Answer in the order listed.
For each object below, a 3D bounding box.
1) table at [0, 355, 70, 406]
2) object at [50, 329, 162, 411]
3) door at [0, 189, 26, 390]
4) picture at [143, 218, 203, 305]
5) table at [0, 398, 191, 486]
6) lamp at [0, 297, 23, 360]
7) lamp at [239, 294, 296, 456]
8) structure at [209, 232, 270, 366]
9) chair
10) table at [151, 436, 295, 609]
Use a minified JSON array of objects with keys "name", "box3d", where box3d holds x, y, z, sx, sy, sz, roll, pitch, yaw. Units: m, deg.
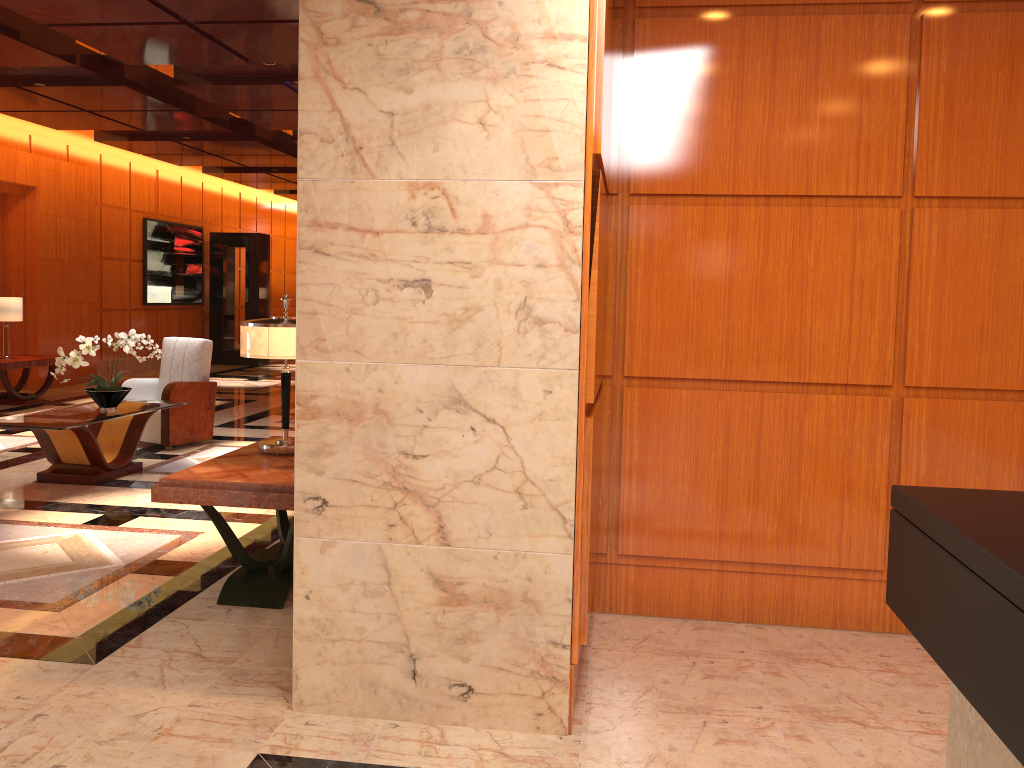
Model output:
[{"name":"table","box3d":[-6.009,-0.044,10.728,0.725,0.533,1.171,2,5,10]},{"name":"object","box3d":[-3.088,-0.114,6.766,0.788,0.616,0.418,0,4,-15]},{"name":"door","box3d":[-6.842,-1.173,11.236,0.340,2.645,1.503,2,4,7]},{"name":"picture","box3d":[-5.974,-2.127,15.709,0.056,1.448,2.002,2,5,7]},{"name":"table","box3d":[-3.173,0.449,6.689,0.722,0.494,1.564,2,6,10]},{"name":"lamp","box3d":[-2.572,-0.056,5.272,0.335,0.732,13.031,-1,6,-33]},{"name":"lamp","box3d":[-1.152,-0.053,4.514,0.459,0.808,0.460,3,4,17]},{"name":"structure","box3d":[-5.196,-1.618,16.918,0.985,2.492,0.501,2,4,7]},{"name":"chair","box3d":[-3.194,0.057,8.182,0.738,0.958,0.630,3,5,26]},{"name":"table","box3d":[-1.119,0.666,4.412,0.725,0.605,1.274,2,5,8]}]
